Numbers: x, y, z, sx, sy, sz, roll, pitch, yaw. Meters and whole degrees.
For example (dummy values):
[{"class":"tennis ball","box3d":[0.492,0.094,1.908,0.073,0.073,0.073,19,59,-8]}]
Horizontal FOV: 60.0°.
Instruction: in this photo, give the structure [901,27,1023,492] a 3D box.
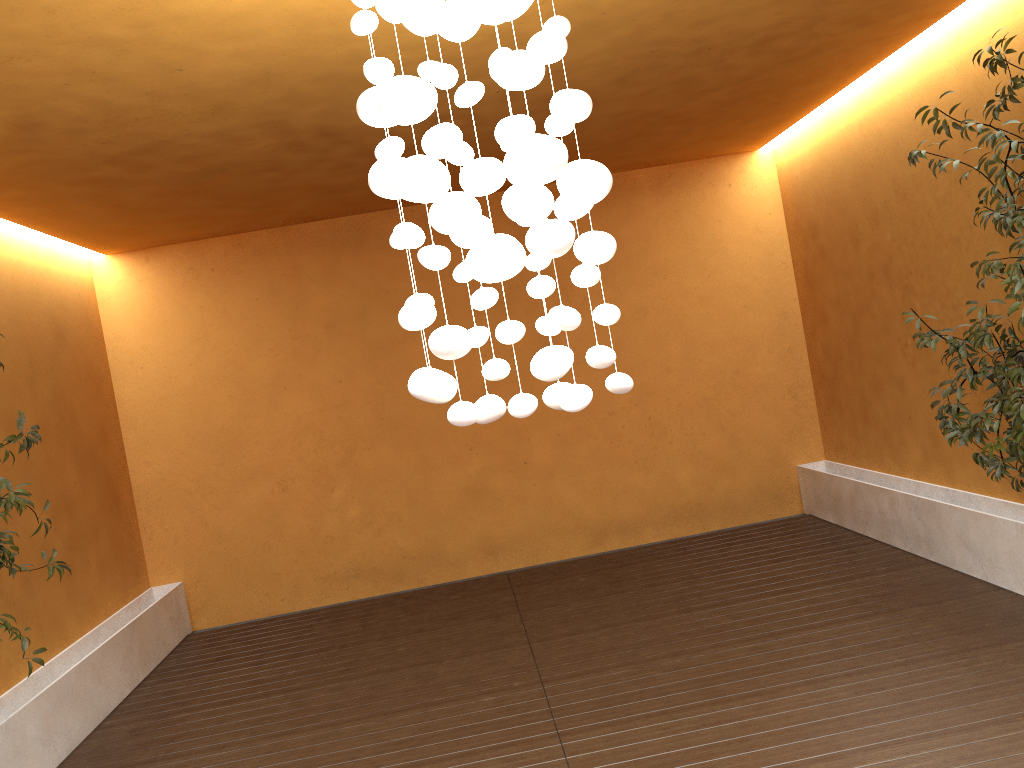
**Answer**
[{"class":"structure","box3d":[2.417,-0.379,3.213,0.622,2.483,3.166,-10,1,-5]}]

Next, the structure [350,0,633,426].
[{"class":"structure","box3d":[-0.070,-0.654,2.351,1.002,1.529,1.002,-9,2,44]}]

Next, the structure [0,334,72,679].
[{"class":"structure","box3d":[-2.412,0.478,2.869,0.622,2.483,3.166,-10,1,-5]}]
